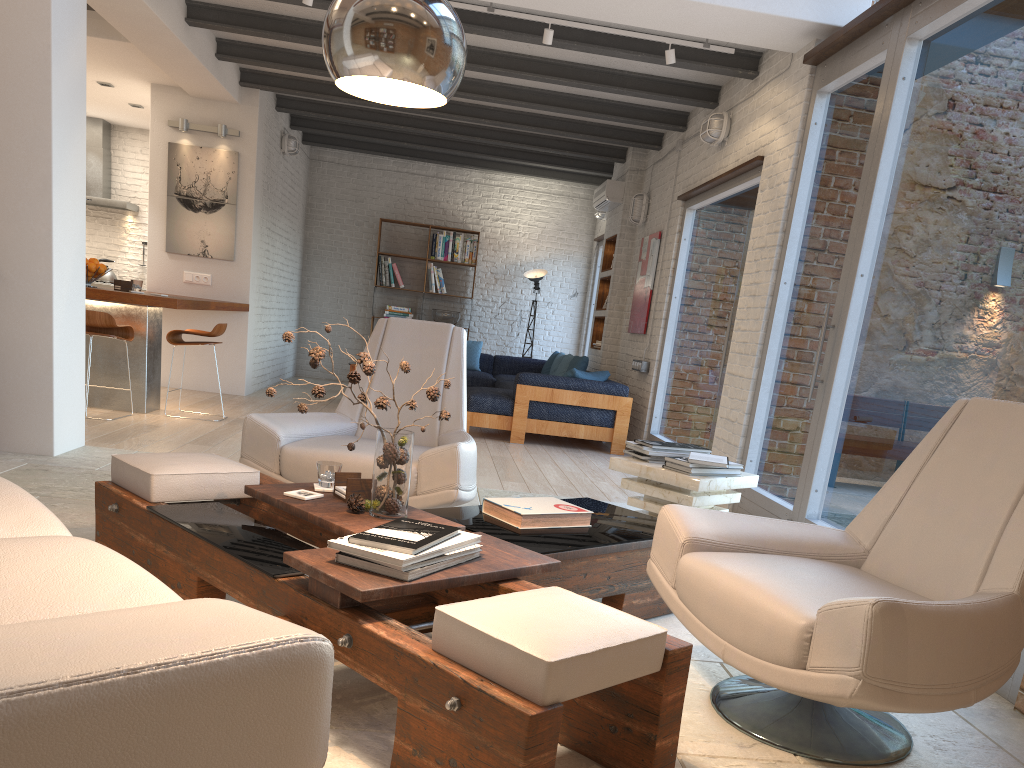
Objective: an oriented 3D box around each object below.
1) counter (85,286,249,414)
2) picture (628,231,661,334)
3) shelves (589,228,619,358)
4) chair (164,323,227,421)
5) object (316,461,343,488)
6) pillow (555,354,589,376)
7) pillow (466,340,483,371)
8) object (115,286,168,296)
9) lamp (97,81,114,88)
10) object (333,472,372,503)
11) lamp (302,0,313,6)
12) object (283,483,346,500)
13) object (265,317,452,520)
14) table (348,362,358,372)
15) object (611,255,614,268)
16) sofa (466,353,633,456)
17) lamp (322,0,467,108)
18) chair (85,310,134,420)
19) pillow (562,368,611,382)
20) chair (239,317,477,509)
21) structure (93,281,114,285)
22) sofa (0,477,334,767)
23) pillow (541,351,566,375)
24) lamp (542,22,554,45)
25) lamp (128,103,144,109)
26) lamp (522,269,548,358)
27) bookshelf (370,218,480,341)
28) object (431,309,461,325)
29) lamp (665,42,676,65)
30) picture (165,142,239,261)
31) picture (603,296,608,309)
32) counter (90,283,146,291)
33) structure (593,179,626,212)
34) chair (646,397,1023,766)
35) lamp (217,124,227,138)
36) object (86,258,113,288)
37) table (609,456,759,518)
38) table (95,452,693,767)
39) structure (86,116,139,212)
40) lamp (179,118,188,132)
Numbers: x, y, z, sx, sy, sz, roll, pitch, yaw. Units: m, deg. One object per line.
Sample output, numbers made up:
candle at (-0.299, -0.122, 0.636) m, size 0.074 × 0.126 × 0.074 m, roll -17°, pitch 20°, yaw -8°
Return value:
counter at (-3.425, -0.347, 7.568) m, size 1.689 × 0.947 × 2.421 m, roll 7°, pitch 5°, yaw -6°
picture at (1.315, -0.991, 8.710) m, size 0.019 × 0.990 × 0.718 m, roll 6°, pitch 10°, yaw -5°
shelves at (1.139, -1.002, 10.038) m, size 0.192 × 1.473 × 0.740 m, roll 6°, pitch 12°, yaw -5°
chair at (-2.522, -0.120, 7.043) m, size 0.424 × 0.800 × 0.389 m, roll 6°, pitch 12°, yaw -6°
object at (-0.645, 0.320, 3.069) m, size 0.089 × 0.087 × 0.090 m, roll 15°, pitch 12°, yaw 43°
pillow at (0.637, -0.127, 9.570) m, size 0.255 × 0.428 × 1.175 m, roll 6°, pitch 5°, yaw -6°
pillow at (-0.654, -0.385, 11.243) m, size 0.557 × 0.422 × 0.215 m, roll 6°, pitch 11°, yaw -7°
object at (-2.909, -0.726, 6.793) m, size 0.396 × 0.036 × 0.192 m, roll 7°, pitch 4°, yaw -2°
lamp at (-3.947, -2.929, 8.467) m, size 0.124 × 0.057 × 0.120 m, roll 7°, pitch 6°, yaw -6°
object at (-0.542, 0.353, 2.978) m, size 0.094 × 0.085 × 0.111 m, roll 2°, pitch 9°, yaw -34°
lamp at (-1.225, -2.340, 5.253) m, size 0.059 × 0.133 × 0.083 m, roll -2°, pitch 14°, yaw -35°
object at (-0.660, 0.361, 2.996) m, size 0.272 × 0.036 × 0.241 m, roll 5°, pitch 5°, yaw -34°
object at (-0.485, 0.111, 2.666) m, size 0.542 × 0.626 × 0.306 m, roll 1°, pitch 13°, yaw -34°
table at (-1.331, 0.036, 9.534) m, size 1.076 × 0.460 × 1.779 m, roll 7°, pitch 4°, yaw 0°
object at (1.189, -1.416, 9.892) m, size 0.112 × 0.250 × 0.209 m, roll 8°, pitch 9°, yaw 2°
sofa at (-0.114, 0.064, 9.762) m, size 2.083 × 0.680 × 3.832 m, roll 7°, pitch 4°, yaw -6°
lamp at (0.412, -0.202, 1.621) m, size 1.996 × 2.427 × 0.313 m, roll 12°, pitch 14°, yaw 29°
chair at (-3.079, -0.153, 6.458) m, size 0.406 × 0.800 × 0.406 m, roll 6°, pitch 11°, yaw -6°
pillow at (0.634, 0.010, 8.275) m, size 0.562 × 0.338 × 0.367 m, roll 1°, pitch 10°, yaw -45°
chair at (-0.586, 0.203, 4.085) m, size 1.022 × 1.049 × 0.946 m, roll 9°, pitch 9°, yaw 11°
structure at (-5.259, -1.282, 10.818) m, size 0.813 × 0.033 × 0.572 m, roll 7°, pitch 4°, yaw -6°
sofa at (-1.478, 0.363, 1.796) m, size 2.272 × 0.780 × 1.139 m, roll 12°, pitch 8°, yaw 44°
pillow at (0.539, -0.201, 10.881) m, size 0.244 × 0.410 × 1.073 m, roll 6°, pitch 5°, yaw -6°
lamp at (0.226, -2.171, 5.414) m, size 0.061 × 0.125 × 0.083 m, roll 6°, pitch 10°, yaw -3°
lamp at (-4.020, -2.995, 9.327) m, size 0.124 × 0.057 × 0.120 m, roll 7°, pitch 6°, yaw -6°
lamp at (0.401, -0.605, 11.768) m, size 0.505 × 1.905 × 0.839 m, roll -1°, pitch 14°, yaw -33°
bookshelf at (-1.221, -1.003, 11.882) m, size 1.321 × 2.273 × 0.351 m, roll 6°, pitch 13°, yaw -6°
object at (-0.911, -0.906, 11.964) m, size 0.395 × 0.208 × 0.397 m, roll 11°, pitch 7°, yaw 36°
lamp at (0.999, -2.072, 5.493) m, size 0.086 × 0.133 × 0.058 m, roll -3°, pitch 16°, yaw -44°
picture at (-3.012, -1.761, 8.467) m, size 0.656 × 1.049 × 0.019 m, roll 6°, pitch 13°, yaw -6°
picture at (1.143, -0.983, 10.093) m, size 0.103 × 0.252 × 0.186 m, roll 4°, pitch 10°, yaw -14°
counter at (-5.407, -1.163, 9.495) m, size 3.529 × 0.072 × 3.234 m, roll 7°, pitch 4°, yaw -6°
structure at (1.075, -2.101, 9.763) m, size 0.200 × 0.226 × 0.790 m, roll 6°, pitch 5°, yaw -5°
chair at (1.068, 0.515, 2.544) m, size 0.987 × 1.030 × 0.991 m, roll 4°, pitch 9°, yaw -21°
lamp at (-2.751, -2.402, 8.273) m, size 0.079 × 0.107 × 0.078 m, roll 11°, pitch 11°, yaw 22°
object at (-3.301, -0.871, 6.772) m, size 0.365 × 0.229 × 0.353 m, roll 2°, pitch 9°, yaw -40°
table at (0.768, 0.631, 4.087) m, size 0.492 × 0.520 × 0.482 m, roll -2°, pitch 13°, yaw -45°
table at (-0.181, 0.620, 2.970) m, size 1.965 × 0.442 × 2.150 m, roll 3°, pitch 6°, yaw -45°
structure at (-5.089, -2.687, 10.548) m, size 0.988 × 1.025 × 0.440 m, roll 6°, pitch 12°, yaw -6°
lamp at (-3.102, -2.445, 8.234) m, size 0.079 × 0.107 × 0.078 m, roll 11°, pitch 11°, yaw 22°
